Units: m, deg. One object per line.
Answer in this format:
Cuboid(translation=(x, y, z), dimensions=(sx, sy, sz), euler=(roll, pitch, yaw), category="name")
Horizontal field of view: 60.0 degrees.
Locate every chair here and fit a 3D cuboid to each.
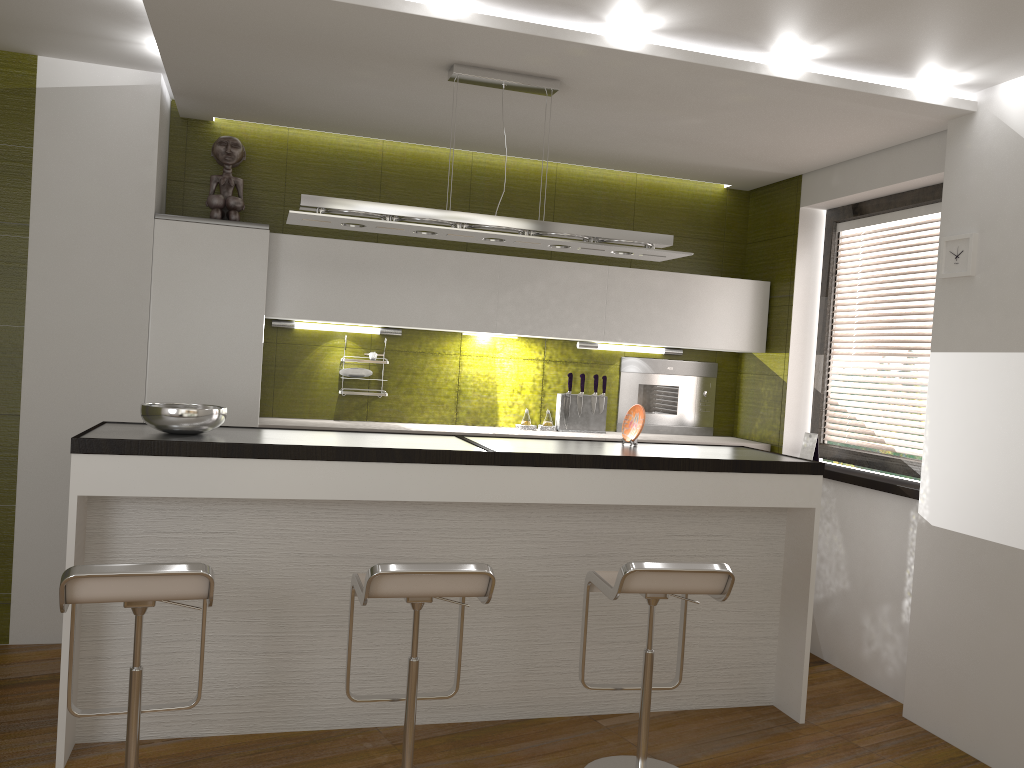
Cuboid(translation=(0.489, 1.009, 3.145), dimensions=(0.418, 0.857, 0.460), euler=(3, 2, -11), category="chair")
Cuboid(translation=(-0.322, 0.963, 2.905), dimensions=(0.418, 0.857, 0.460), euler=(3, 2, -16), category="chair")
Cuboid(translation=(-1.133, 0.918, 2.666), dimensions=(0.418, 0.857, 0.460), euler=(3, 2, -21), category="chair")

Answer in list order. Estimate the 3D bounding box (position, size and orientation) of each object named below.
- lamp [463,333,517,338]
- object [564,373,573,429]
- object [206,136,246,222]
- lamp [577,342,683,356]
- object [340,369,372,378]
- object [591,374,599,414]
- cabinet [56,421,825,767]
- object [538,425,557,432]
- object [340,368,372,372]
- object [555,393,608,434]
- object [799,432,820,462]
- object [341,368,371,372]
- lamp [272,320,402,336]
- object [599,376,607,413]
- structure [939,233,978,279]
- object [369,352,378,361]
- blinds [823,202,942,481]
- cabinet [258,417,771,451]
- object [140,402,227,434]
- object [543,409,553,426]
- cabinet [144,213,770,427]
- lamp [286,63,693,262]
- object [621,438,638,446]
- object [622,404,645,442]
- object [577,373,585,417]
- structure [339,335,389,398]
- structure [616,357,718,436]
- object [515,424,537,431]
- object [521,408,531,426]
Cuboid(translation=(-0.128, -0.285, 5.242), dimensions=(0.334, 0.008, 0.008), euler=(3, 2, -16), category="lamp")
Cuboid(translation=(0.327, 0.101, 5.238), dimensions=(0.046, 0.339, 0.013), euler=(3, 2, -16), category="object")
Cuboid(translation=(-1.489, -1.065, 4.631), dimensions=(0.195, 0.488, 0.304), euler=(3, 2, -19), category="object")
Cuboid(translation=(0.730, -0.216, 5.450), dimensions=(0.716, 0.041, 0.095), euler=(3, 2, -17), category="lamp")
Cuboid(translation=(-0.870, -0.060, 4.946), dimensions=(0.181, 0.052, 0.173), euler=(3, 2, -16), category="object")
Cuboid(translation=(0.492, 0.062, 5.284), dimensions=(0.036, 0.243, 0.013), euler=(3, 2, -16), category="object")
Cuboid(translation=(-0.197, 0.811, 3.723), dimensions=(2.947, 1.134, 0.663), euler=(3, 2, -16), category="cabinet")
Cuboid(translation=(0.210, 0.263, 5.258), dimensions=(0.107, 0.032, 0.107), euler=(4, 2, -5), category="object")
Cuboid(translation=(-0.870, -0.066, 4.948), dimensions=(0.181, 0.052, 0.173), euler=(3, 2, -16), category="object")
Cuboid(translation=(0.414, 0.178, 5.309), dimensions=(0.293, 0.227, 0.107), euler=(3, 2, -16), category="object")
Cuboid(translation=(1.670, 0.361, 4.969), dimensions=(0.057, 0.169, 0.106), euler=(3, 2, -22), category="object")
Cuboid(translation=(-0.870, -0.063, 4.947), dimensions=(0.181, 0.052, 0.173), euler=(3, 2, -16), category="object")
Cuboid(translation=(-0.978, -0.313, 4.979), dimensions=(0.715, 0.041, 0.041), euler=(3, 2, -16), category="lamp")
Cuboid(translation=(0.540, 0.064, 5.298), dimensions=(0.040, 0.231, 0.013), euler=(3, 2, -16), category="object")
Cuboid(translation=(1.914, -0.548, 3.806), dimensions=(0.026, 0.180, 0.180), euler=(3, 2, -16), category="structure")
Cuboid(translation=(-0.786, -0.156, 5.012), dimensions=(0.046, 0.053, 0.051), euler=(4, 2, 15), category="object")
Cuboid(translation=(4.177, -2.744, 8.164), dimensions=(16.000, 12.704, 9.030), euler=(4, 2, 23), category="blinds")
Cuboid(translation=(0.032, 0.813, 5.103), dimensions=(2.940, 1.086, 0.465), euler=(3, 2, -16), category="cabinet")
Cuboid(translation=(-1.255, 0.135, 3.392), dimensions=(0.311, 0.105, 0.311), euler=(4, 2, -3), category="object")
Cuboid(translation=(0.213, 0.208, 5.256), dimensions=(0.059, 0.121, 0.059), euler=(5, 2, 41), category="object")
Cuboid(translation=(-0.225, 0.293, 5.133), dimensions=(3.471, 2.089, 0.724), euler=(3, 2, -16), category="cabinet")
Cuboid(translation=(-0.054, -0.941, 3.699), dimensions=(1.677, 0.683, 0.326), euler=(3, 2, -16), category="lamp")
Cuboid(translation=(0.558, 0.219, 4.093), dimensions=(0.072, 0.131, 0.088), euler=(3, 2, -21), category="object")
Cuboid(translation=(0.561, 0.181, 4.093), dimensions=(0.055, 0.178, 0.184), euler=(3, 2, -20), category="object")
Cuboid(translation=(0.406, 0.068, 5.260), dimensions=(0.042, 0.264, 0.013), euler=(3, 2, -16), category="object")
Cuboid(translation=(-0.829, -0.097, 4.992), dimensions=(0.266, 0.346, 0.110), euler=(3, 2, -16), category="structure")
Cuboid(translation=(0.981, 0.085, 5.573), dimensions=(0.663, 0.469, 0.015), euler=(3, 2, -16), category="structure")
Cuboid(translation=(0.080, 0.256, 5.208), dimensions=(0.107, 0.032, 0.107), euler=(3, 2, -16), category="object")
Cuboid(translation=(0.084, 0.201, 5.206), dimensions=(0.059, 0.121, 0.059), euler=(5, 2, 30), category="object")
